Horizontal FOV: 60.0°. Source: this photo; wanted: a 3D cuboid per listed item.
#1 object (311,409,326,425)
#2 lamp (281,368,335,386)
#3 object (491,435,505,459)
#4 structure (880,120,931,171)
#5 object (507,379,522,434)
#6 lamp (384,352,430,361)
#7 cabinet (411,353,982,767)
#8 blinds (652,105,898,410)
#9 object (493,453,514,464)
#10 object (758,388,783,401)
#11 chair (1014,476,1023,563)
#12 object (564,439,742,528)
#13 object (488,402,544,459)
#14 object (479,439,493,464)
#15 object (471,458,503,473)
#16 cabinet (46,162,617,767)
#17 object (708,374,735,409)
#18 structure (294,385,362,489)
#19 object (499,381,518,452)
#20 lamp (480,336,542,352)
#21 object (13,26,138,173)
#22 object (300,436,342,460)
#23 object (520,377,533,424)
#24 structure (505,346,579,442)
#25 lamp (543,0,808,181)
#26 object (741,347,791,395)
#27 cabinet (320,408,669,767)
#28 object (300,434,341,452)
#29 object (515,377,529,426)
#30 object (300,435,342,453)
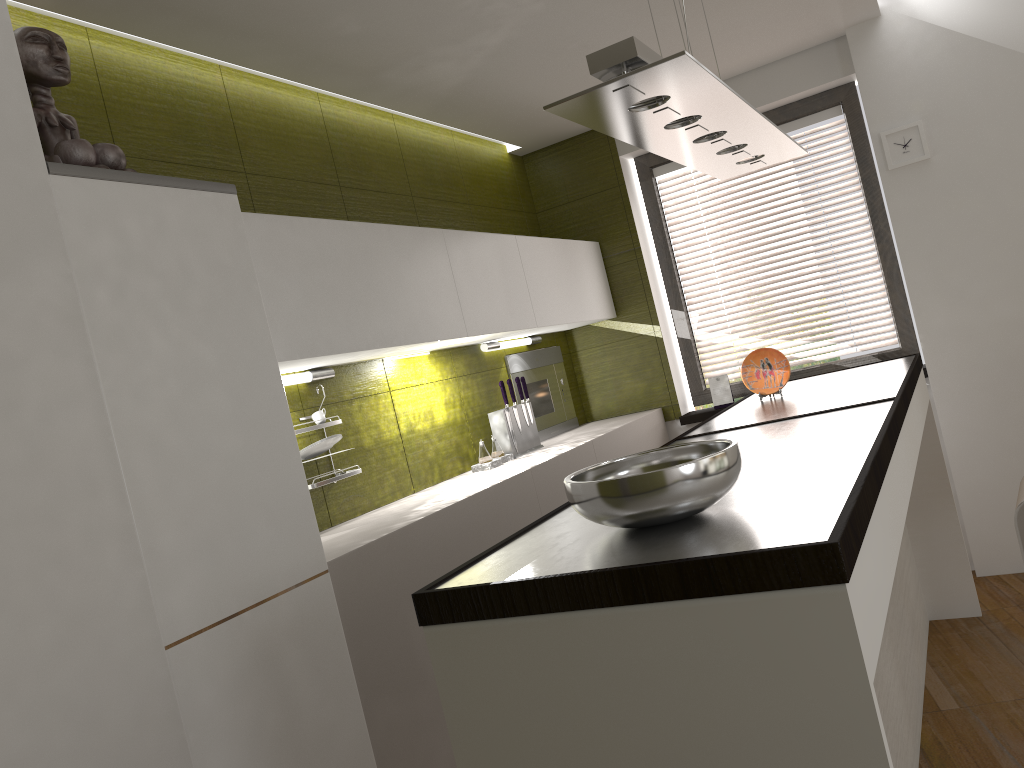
[{"bbox_3d":[-0.658,0.115,3.010,0.046,0.053,0.051,-14,0,-31],"label":"object"},{"bbox_3d":[-0.806,0.002,2.843,0.041,0.041,0.715,-14,0,27],"label":"lamp"},{"bbox_3d":[-0.069,0.282,3.913,0.059,0.121,0.059,-14,0,-6],"label":"object"},{"bbox_3d":[1.827,-1.107,4.120,0.180,0.180,0.026,-14,0,27],"label":"structure"},{"bbox_3d":[0.012,0.105,4.050,0.013,0.264,0.042,-14,0,27],"label":"object"},{"bbox_3d":[-0.428,-0.113,3.641,0.008,0.008,0.334,-14,0,27],"label":"lamp"},{"bbox_3d":[0.913,0.653,2.579,0.663,1.134,2.947,-14,0,27],"label":"cabinet"},{"bbox_3d":[-0.393,-2.873,8.690,16.000,12.704,9.030,-14,0,-23],"label":"blinds"},{"bbox_3d":[-0.056,0.336,3.914,0.107,0.032,0.107,-13,0,39],"label":"object"},{"bbox_3d":[0.971,-0.012,3.361,0.088,0.131,0.072,-14,0,22],"label":"object"},{"bbox_3d":[1.823,0.574,2.683,0.460,0.857,0.418,-13,0,33],"label":"chair"},{"bbox_3d":[0.254,0.185,1.563,0.311,0.105,0.311,-13,0,40],"label":"object"},{"bbox_3d":[0.016,0.218,4.094,0.107,0.227,0.293,-14,0,27],"label":"object"},{"bbox_3d":[-0.120,0.295,3.785,0.059,0.121,0.059,-14,0,-17],"label":"object"},{"bbox_3d":[-0.107,0.349,3.785,0.107,0.032,0.107,-14,0,28],"label":"object"},{"bbox_3d":[-0.243,0.439,3.514,0.724,2.089,3.471,-14,0,27],"label":"cabinet"},{"bbox_3d":[1.126,0.041,4.774,0.106,0.169,0.057,-14,0,22],"label":"object"},{"bbox_3d":[-0.654,0.177,2.967,0.110,0.346,0.266,-14,0,27],"label":"structure"},{"bbox_3d":[-0.014,0.151,3.980,0.013,0.339,0.046,-14,0,27],"label":"object"},{"bbox_3d":[0.007,-0.203,4.408,0.095,0.041,0.716,-14,0,27],"label":"lamp"},{"bbox_3d":[-1.121,-0.667,2.209,0.304,0.488,0.195,-14,0,25],"label":"object"},{"bbox_3d":[-0.638,0.213,2.907,0.173,0.052,0.181,-14,0,27],"label":"object"},{"bbox_3d":[0.072,0.078,4.174,0.013,0.231,0.040,-14,0,27],"label":"object"},{"bbox_3d":[0.174,0.052,4.683,0.015,0.469,0.663,-14,0,27],"label":"structure"},{"bbox_3d":[0.502,-1.056,2.609,0.326,0.683,1.677,-14,0,27],"label":"lamp"},{"bbox_3d":[0.961,-0.048,3.362,0.184,0.178,0.055,-14,0,23],"label":"object"},{"bbox_3d":[0.100,0.871,3.697,0.465,1.086,2.940,-14,0,27],"label":"cabinet"},{"bbox_3d":[-0.641,0.208,2.908,0.173,0.052,0.181,-14,0,27],"label":"object"},{"bbox_3d":[0.050,0.085,4.129,0.013,0.243,0.036,-14,0,27],"label":"object"},{"bbox_3d":[-0.640,0.211,2.907,0.173,0.052,0.181,-14,0,27],"label":"object"}]
